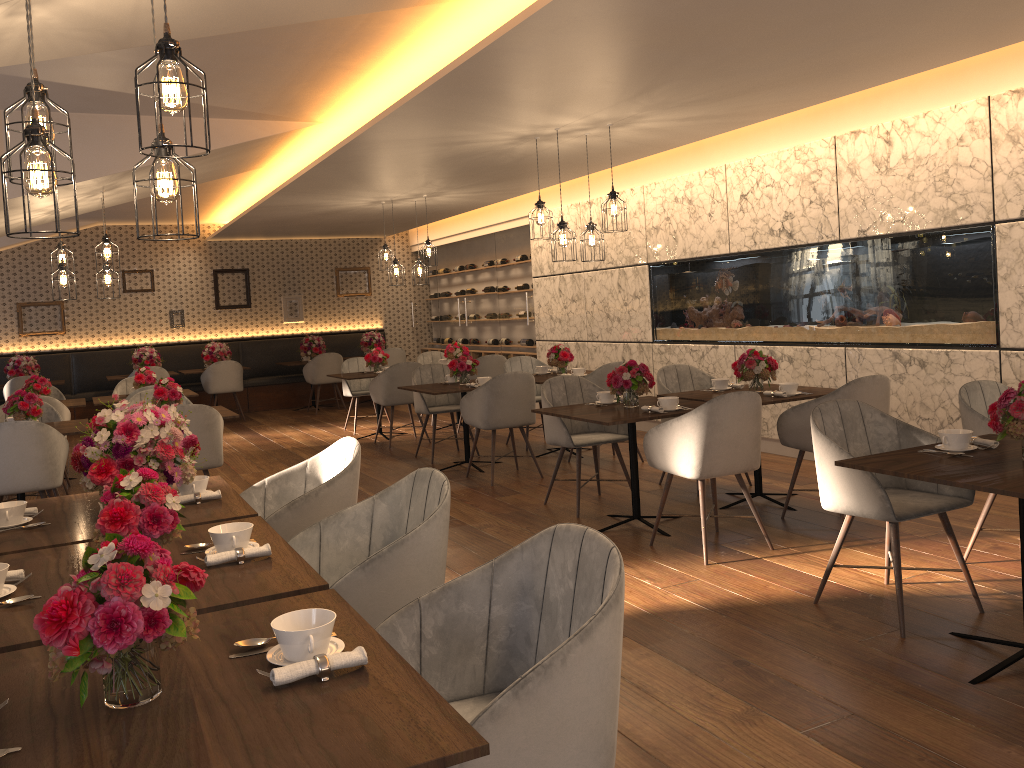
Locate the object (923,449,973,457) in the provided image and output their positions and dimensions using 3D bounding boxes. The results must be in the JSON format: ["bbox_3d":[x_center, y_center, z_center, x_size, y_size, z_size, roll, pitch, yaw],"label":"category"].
[{"bbox_3d":[1.652,0.261,3.352,0.022,0.004,0.211,-6,6,-26],"label":"object"}]

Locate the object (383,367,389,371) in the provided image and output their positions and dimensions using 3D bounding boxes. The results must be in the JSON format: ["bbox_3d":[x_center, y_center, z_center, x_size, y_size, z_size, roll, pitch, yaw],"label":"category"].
[{"bbox_3d":[-1.328,-0.149,9.653,0.148,0.072,0.149,0,6,41],"label":"object"}]

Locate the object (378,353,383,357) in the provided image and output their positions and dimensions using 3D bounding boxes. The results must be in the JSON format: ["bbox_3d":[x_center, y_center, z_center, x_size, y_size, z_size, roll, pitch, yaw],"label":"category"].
[{"bbox_3d":[-1.481,-0.313,9.865,0.077,0.052,0.046,-1,4,26],"label":"object"}]

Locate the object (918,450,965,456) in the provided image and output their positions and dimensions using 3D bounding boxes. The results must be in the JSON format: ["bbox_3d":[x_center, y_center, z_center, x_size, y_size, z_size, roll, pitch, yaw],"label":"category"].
[{"bbox_3d":[1.618,0.258,3.342,0.043,0.015,0.197,-6,6,-30],"label":"object"}]

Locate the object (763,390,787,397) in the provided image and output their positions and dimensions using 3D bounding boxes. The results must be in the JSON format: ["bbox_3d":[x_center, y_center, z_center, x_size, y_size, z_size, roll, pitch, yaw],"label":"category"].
[{"bbox_3d":[1.627,0.060,5.475,0.056,0.039,0.176,-5,5,-26],"label":"object"}]

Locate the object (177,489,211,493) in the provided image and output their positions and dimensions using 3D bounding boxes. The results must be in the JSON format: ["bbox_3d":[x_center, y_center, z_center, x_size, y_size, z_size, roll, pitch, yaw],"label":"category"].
[{"bbox_3d":[-1.274,0.419,3.444,0.197,0.015,0.043,-6,5,-30],"label":"object"}]

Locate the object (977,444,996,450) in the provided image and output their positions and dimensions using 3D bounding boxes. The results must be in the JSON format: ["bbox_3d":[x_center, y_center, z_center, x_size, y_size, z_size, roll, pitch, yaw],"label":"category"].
[{"bbox_3d":[1.785,0.235,3.436,0.025,0.024,0.193,-5,5,-26],"label":"object"}]

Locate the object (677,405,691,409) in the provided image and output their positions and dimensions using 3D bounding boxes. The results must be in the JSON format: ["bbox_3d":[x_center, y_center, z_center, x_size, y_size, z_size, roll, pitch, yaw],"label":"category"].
[{"bbox_3d":[1.000,0.133,5.188,0.043,0.015,0.197,-6,6,-30],"label":"object"}]

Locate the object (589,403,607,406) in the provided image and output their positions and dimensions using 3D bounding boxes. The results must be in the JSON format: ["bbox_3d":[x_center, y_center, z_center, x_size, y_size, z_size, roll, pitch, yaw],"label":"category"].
[{"bbox_3d":[0.548,0.130,5.593,0.022,0.004,0.211,-6,6,-26],"label":"object"}]

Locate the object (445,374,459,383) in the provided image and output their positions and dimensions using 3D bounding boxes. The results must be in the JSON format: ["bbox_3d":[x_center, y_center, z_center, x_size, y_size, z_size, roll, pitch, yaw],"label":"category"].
[{"bbox_3d":[-0.533,-0.047,7.959,0.148,0.072,0.149,0,6,41],"label":"object"}]

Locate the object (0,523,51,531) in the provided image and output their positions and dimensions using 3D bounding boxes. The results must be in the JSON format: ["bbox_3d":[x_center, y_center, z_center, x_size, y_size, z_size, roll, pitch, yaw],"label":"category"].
[{"bbox_3d":[-1.677,0.488,2.992,0.211,0.004,0.022,-6,5,-26],"label":"object"}]

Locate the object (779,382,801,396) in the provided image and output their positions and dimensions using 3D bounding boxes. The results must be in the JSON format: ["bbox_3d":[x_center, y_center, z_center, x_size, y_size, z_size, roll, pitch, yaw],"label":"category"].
[{"bbox_3d":[1.728,0.032,5.525,0.148,0.072,0.149,-2,5,16],"label":"object"}]

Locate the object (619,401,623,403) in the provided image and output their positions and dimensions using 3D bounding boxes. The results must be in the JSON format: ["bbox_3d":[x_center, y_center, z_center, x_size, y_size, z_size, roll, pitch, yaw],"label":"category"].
[{"bbox_3d":[0.681,0.105,5.677,0.025,0.024,0.193,-5,5,-26],"label":"object"}]

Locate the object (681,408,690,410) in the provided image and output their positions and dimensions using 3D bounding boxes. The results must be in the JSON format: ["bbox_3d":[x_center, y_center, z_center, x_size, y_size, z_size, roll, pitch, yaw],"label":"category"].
[{"bbox_3d":[0.966,0.142,5.179,0.022,0.004,0.211,-6,6,-26],"label":"object"}]

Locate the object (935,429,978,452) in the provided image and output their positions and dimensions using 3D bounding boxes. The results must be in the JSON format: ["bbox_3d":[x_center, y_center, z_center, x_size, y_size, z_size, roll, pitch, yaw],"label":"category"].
[{"bbox_3d":[1.708,0.218,3.409,0.148,0.072,0.149,-2,5,16],"label":"object"}]

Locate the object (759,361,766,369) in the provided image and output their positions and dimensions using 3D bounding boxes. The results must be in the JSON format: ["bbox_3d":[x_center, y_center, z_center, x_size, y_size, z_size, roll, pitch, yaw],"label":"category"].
[{"bbox_3d":[1.595,-0.124,5.712,0.076,0.052,0.048,0,5,43],"label":"object"}]

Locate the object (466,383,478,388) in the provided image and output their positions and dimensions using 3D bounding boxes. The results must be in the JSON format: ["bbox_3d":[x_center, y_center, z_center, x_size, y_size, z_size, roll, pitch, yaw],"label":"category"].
[{"bbox_3d":[-0.333,0.008,7.379,0.056,0.039,0.176,-5,5,-26],"label":"object"}]

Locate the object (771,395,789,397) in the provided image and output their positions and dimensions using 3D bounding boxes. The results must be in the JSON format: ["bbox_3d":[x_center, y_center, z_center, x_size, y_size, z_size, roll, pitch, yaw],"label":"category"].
[{"bbox_3d":[1.654,0.063,5.499,0.025,0.024,0.193,-5,5,-26],"label":"object"}]

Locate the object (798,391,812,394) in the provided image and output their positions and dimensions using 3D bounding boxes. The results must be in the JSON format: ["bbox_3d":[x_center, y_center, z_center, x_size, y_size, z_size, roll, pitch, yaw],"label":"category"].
[{"bbox_3d":[1.822,0.050,5.593,0.043,0.015,0.197,-6,6,-30],"label":"object"}]

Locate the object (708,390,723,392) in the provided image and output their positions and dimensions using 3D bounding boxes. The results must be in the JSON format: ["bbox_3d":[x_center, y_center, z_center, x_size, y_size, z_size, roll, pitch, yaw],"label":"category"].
[{"bbox_3d":[1.371,0.047,5.998,0.022,0.004,0.211,-6,6,-26],"label":"object"}]

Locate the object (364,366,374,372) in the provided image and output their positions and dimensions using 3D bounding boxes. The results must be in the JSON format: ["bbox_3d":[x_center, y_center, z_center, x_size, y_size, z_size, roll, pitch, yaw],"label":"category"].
[{"bbox_3d":[-1.629,-0.177,10.183,0.148,0.072,0.149,0,6,41],"label":"object"}]

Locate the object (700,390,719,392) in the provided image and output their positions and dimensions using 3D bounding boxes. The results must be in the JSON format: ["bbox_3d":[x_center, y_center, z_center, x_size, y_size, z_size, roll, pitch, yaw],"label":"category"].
[{"bbox_3d":[1.336,0.044,5.989,0.043,0.015,0.197,-6,6,-30],"label":"object"}]

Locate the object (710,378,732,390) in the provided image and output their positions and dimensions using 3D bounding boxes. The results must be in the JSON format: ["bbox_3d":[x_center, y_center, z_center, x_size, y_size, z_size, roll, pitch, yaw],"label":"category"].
[{"bbox_3d":[1.427,0.004,6.055,0.148,0.072,0.149,-2,5,16],"label":"object"}]

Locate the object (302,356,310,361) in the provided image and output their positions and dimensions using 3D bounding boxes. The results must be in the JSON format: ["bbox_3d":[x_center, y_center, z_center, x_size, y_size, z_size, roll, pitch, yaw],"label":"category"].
[{"bbox_3d":[-3.177,-0.393,13.693,0.148,0.072,0.149,-2,5,21],"label":"object"}]

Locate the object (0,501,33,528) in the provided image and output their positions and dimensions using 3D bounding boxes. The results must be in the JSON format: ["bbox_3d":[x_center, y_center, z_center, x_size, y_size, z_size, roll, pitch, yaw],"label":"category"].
[{"bbox_3d":[-1.737,0.452,3.049,0.148,0.072,0.149,-2,5,16],"label":"object"}]

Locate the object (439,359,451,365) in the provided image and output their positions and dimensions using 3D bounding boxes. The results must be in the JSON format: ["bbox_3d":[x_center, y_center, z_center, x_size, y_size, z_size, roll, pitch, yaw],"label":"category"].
[{"bbox_3d":[-0.806,-0.261,10.588,0.148,0.072,0.149,0,6,41],"label":"object"}]

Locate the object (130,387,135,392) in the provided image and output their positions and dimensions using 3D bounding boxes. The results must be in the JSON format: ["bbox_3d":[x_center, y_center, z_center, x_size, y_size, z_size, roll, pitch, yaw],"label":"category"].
[{"bbox_3d":[-3.716,0.064,8.817,0.148,0.072,0.149,-1,5,31],"label":"object"}]

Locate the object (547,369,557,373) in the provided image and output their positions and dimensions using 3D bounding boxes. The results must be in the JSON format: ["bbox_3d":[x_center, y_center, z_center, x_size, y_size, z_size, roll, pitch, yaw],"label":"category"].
[{"bbox_3d":[0.392,-0.125,8.415,0.056,0.039,0.176,-5,5,-26],"label":"object"}]

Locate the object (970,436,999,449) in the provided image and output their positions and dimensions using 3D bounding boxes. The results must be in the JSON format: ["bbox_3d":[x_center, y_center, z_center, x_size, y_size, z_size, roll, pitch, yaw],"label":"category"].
[{"bbox_3d":[1.811,0.225,3.460,0.056,0.039,0.176,-5,5,-26],"label":"object"}]

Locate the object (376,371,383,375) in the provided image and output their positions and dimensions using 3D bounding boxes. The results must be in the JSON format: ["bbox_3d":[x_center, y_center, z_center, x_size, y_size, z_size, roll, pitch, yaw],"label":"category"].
[{"bbox_3d":[-1.429,-0.121,9.603,0.056,0.039,0.176,-5,5,-26],"label":"object"}]

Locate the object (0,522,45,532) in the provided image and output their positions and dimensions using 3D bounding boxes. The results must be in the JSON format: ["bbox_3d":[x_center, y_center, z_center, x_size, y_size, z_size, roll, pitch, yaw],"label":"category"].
[{"bbox_3d":[-1.668,0.485,2.957,0.197,0.015,0.043,-6,5,-30],"label":"object"}]

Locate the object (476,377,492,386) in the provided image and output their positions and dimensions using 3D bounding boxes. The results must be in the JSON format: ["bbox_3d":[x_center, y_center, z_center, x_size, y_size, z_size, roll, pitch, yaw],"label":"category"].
[{"bbox_3d":[-0.232,-0.019,7.429,0.148,0.072,0.149,0,6,41],"label":"object"}]

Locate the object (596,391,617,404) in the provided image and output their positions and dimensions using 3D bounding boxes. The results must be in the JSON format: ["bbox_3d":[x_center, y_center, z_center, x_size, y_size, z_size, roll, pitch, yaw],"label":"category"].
[{"bbox_3d":[0.604,0.087,5.650,0.148,0.072,0.149,-2,5,16],"label":"object"}]

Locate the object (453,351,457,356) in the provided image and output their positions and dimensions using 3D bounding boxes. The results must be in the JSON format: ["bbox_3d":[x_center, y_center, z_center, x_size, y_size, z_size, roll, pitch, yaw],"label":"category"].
[{"bbox_3d":[-0.663,-0.355,10.247,0.049,0.052,0.077,-4,4,-16],"label":"object"}]

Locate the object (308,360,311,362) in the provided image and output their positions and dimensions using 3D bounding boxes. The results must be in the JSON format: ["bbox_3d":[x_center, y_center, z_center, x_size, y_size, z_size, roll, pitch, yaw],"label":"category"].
[{"bbox_3d":[-2.977,-0.337,13.113,0.056,0.039,0.176,-5,5,-26],"label":"object"}]

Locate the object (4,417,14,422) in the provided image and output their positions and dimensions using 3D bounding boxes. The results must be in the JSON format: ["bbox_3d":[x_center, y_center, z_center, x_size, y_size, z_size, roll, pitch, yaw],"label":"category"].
[{"bbox_3d":[-3.536,0.272,6.318,0.148,0.072,0.149,-1,5,31],"label":"object"}]

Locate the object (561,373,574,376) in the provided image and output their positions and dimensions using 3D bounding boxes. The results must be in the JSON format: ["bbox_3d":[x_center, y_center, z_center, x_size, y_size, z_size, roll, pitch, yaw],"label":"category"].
[{"bbox_3d":[0.490,-0.075,7.784,0.056,0.039,0.176,-5,5,-26],"label":"object"}]

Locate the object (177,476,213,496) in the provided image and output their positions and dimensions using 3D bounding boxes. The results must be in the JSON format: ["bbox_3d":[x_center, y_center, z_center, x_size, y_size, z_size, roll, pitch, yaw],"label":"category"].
[{"bbox_3d":[-1.208,0.395,3.350,0.148,0.072,0.149,-2,5,16],"label":"object"}]

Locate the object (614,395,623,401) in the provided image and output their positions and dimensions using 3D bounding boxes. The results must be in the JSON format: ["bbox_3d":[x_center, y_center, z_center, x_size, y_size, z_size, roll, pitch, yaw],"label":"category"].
[{"bbox_3d":[0.707,0.094,5.701,0.056,0.039,0.176,-5,5,-26],"label":"object"}]

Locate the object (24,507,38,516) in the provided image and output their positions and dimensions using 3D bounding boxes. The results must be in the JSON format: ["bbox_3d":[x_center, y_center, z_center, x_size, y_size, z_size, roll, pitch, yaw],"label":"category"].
[{"bbox_3d":[-1.786,0.463,3.152,0.176,0.039,0.056,-6,5,-26],"label":"object"}]

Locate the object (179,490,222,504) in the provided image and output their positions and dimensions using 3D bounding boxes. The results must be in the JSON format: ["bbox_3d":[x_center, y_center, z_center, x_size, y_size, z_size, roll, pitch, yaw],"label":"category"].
[{"bbox_3d":[-1.156,0.417,3.249,0.176,0.039,0.056,-6,5,-26],"label":"object"}]

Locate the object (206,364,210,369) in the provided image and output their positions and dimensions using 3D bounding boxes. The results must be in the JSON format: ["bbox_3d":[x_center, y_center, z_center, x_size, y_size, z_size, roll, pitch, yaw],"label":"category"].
[{"bbox_3d":[-4.456,-0.263,13.063,0.148,0.072,0.149,-2,5,21],"label":"object"}]

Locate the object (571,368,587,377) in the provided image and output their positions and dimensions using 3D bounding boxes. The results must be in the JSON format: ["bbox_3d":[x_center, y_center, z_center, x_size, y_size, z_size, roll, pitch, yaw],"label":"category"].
[{"bbox_3d":[0.590,-0.102,7.834,0.148,0.072,0.149,0,6,41],"label":"object"}]

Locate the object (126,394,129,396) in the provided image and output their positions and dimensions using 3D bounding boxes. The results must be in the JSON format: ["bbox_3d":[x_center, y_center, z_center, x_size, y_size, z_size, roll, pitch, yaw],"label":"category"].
[{"bbox_3d":[-3.807,0.104,8.751,0.043,0.015,0.197,-6,6,-30],"label":"object"}]

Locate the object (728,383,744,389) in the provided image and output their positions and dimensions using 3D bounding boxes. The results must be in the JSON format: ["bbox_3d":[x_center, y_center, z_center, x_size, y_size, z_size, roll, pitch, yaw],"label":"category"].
[{"bbox_3d":[1.530,0.010,6.106,0.056,0.039,0.176,-5,5,-26],"label":"object"}]

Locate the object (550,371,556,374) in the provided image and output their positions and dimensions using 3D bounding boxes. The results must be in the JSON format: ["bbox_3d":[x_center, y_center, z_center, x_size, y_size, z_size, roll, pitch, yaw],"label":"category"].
[{"bbox_3d":[0.366,-0.114,8.391,0.025,0.024,0.193,-5,5,-26],"label":"object"}]

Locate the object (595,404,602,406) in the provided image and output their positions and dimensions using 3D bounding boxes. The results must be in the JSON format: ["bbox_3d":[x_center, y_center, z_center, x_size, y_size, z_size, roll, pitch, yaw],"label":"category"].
[{"bbox_3d":[0.513,0.127,5.584,0.043,0.015,0.197,-6,6,-30],"label":"object"}]

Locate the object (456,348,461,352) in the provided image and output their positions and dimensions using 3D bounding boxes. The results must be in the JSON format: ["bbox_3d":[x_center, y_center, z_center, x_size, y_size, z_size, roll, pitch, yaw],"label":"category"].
[{"bbox_3d":[-0.638,-0.387,10.245,0.076,0.052,0.048,0,5,43],"label":"object"}]

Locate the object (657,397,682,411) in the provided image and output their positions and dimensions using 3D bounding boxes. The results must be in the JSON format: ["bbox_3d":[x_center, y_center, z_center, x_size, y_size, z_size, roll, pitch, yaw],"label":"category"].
[{"bbox_3d":[0.905,0.116,5.120,0.148,0.072,0.149,-2,5,16],"label":"object"}]

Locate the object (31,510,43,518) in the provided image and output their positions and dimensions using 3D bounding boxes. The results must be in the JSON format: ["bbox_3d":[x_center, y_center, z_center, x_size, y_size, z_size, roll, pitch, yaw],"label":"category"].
[{"bbox_3d":[-1.762,0.471,3.126,0.193,0.024,0.025,-6,4,-26],"label":"object"}]

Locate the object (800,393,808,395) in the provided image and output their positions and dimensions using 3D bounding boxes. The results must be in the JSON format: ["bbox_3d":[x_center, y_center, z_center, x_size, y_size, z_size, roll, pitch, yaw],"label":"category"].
[{"bbox_3d":[1.788,0.058,5.584,0.022,0.004,0.211,-6,6,-26],"label":"object"}]

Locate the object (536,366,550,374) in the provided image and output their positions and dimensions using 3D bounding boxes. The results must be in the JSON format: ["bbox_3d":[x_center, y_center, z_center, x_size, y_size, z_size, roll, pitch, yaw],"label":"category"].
[{"bbox_3d":[0.289,-0.131,8.364,0.148,0.072,0.149,0,6,41],"label":"object"}]

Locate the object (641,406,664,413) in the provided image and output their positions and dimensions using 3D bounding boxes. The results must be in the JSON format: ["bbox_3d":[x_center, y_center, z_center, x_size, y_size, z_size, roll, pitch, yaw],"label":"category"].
[{"bbox_3d":[0.805,0.143,5.070,0.056,0.039,0.176,-5,5,-26],"label":"object"}]

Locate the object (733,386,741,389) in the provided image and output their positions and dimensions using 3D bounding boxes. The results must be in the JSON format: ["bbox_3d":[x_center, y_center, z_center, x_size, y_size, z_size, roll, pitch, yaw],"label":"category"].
[{"bbox_3d":[1.503,0.021,6.083,0.025,0.024,0.193,-5,5,-26],"label":"object"}]

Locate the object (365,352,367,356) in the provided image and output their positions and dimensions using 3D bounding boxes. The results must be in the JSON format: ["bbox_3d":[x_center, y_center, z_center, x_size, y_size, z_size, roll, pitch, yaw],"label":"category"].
[{"bbox_3d":[-2.281,-0.484,14.135,0.148,0.072,0.149,-2,5,16],"label":"object"}]
